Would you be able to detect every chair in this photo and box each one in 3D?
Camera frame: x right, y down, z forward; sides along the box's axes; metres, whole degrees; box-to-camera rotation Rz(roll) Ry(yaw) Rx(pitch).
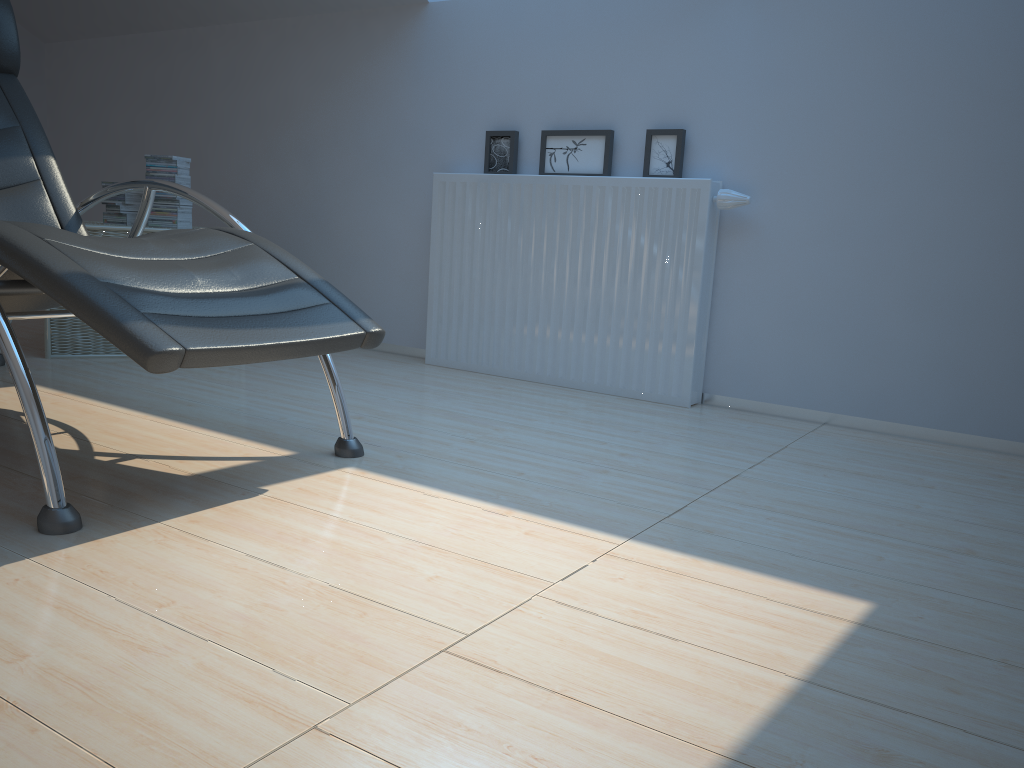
[{"bbox_3d":[-1.248,-0.507,2.258,1.938,1.251,0.836,10,12,32],"label":"chair"}]

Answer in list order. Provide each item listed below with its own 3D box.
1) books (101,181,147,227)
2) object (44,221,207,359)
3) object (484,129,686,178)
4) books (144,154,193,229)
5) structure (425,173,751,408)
[{"bbox_3d":[-1.633,-0.755,3.747,0.165,0.184,0.162,9,12,31],"label":"books"},{"bbox_3d":[-1.593,-0.423,3.813,0.745,0.518,0.744,-2,11,-27],"label":"object"},{"bbox_3d":[0.251,-0.872,3.376,0.846,0.180,0.030,10,12,32],"label":"object"},{"bbox_3d":[-1.426,-0.790,3.681,0.149,0.300,0.149,4,10,3],"label":"books"},{"bbox_3d":[0.236,-0.389,3.418,1.324,0.800,0.120,10,12,32],"label":"structure"}]
